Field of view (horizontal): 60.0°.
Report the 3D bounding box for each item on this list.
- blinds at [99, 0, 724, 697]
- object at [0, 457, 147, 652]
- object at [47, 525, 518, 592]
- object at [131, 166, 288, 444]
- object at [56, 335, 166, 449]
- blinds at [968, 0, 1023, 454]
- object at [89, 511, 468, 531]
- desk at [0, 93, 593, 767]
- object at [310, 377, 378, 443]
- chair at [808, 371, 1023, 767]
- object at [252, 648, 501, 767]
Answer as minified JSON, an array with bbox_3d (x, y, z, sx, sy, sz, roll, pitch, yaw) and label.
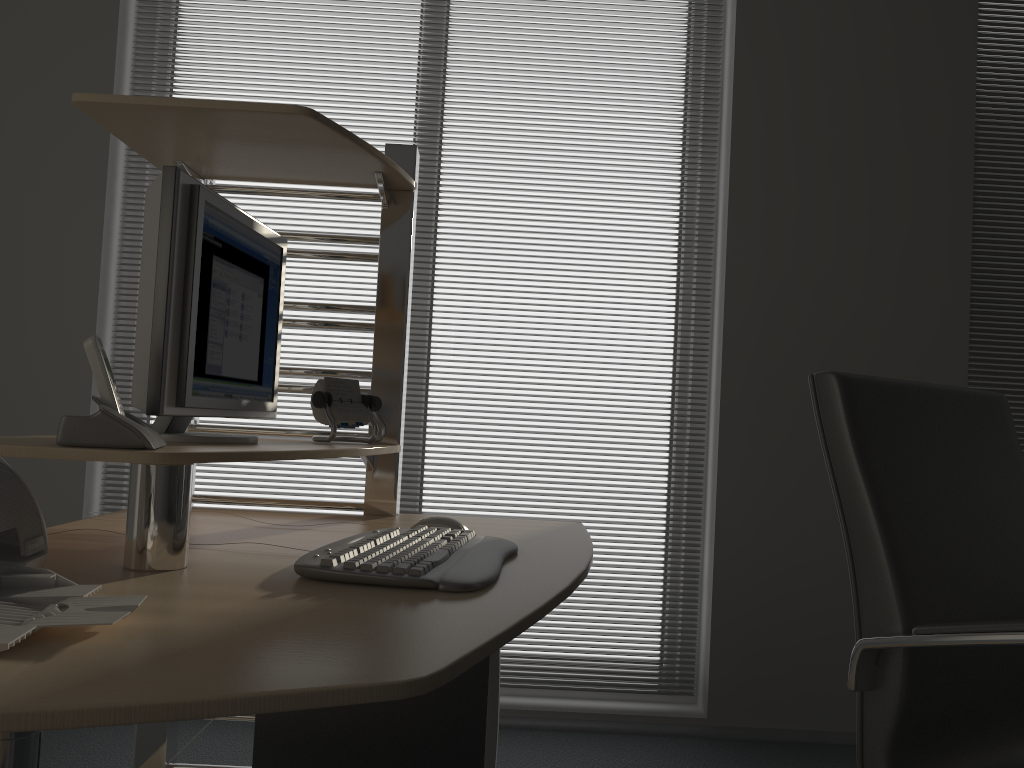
[{"bbox_3d":[-0.310,-0.412,2.926,1.950,2.749,0.037,3,-3,-1],"label":"blinds"},{"bbox_3d":[-0.537,0.146,0.839,0.351,0.162,0.438,3,-3,-9],"label":"object"},{"bbox_3d":[-0.413,0.270,1.386,0.814,0.082,0.478,3,-3,7],"label":"object"},{"bbox_3d":[-0.565,-0.109,1.593,0.245,0.418,0.516,2,-3,14],"label":"object"},{"bbox_3d":[-0.541,0.010,1.218,0.119,0.151,0.150,4,-3,-15],"label":"object"},{"bbox_3d":[2.487,-0.265,2.972,1.950,2.770,0.022,3,-3,-1],"label":"blinds"},{"bbox_3d":[-0.448,0.280,1.726,0.742,0.088,0.168,3,-3,1],"label":"object"},{"bbox_3d":[-0.307,0.210,1.300,0.967,1.566,1.469,3,-3,-1],"label":"desk"},{"bbox_3d":[-0.357,0.056,1.874,0.093,0.135,0.154,1,-3,36],"label":"object"},{"bbox_3d":[0.786,0.518,1.132,0.584,1.048,0.652,5,-3,-35],"label":"chair"},{"bbox_3d":[-0.262,0.669,1.808,0.471,0.422,0.199,3,-3,-1],"label":"object"}]
